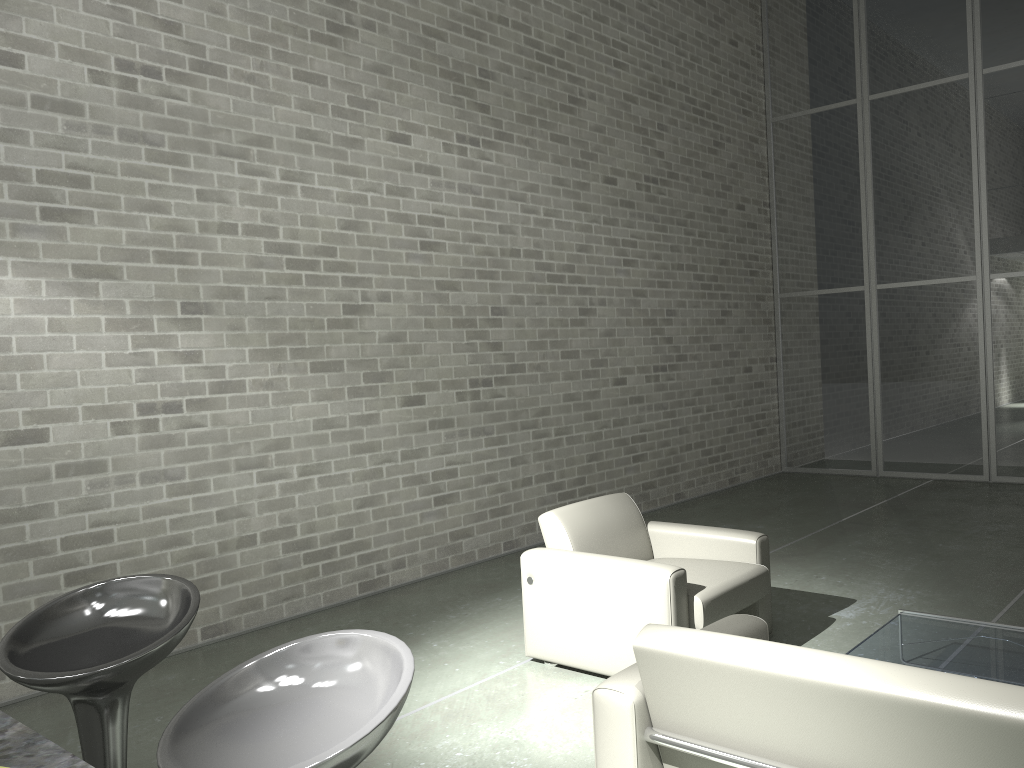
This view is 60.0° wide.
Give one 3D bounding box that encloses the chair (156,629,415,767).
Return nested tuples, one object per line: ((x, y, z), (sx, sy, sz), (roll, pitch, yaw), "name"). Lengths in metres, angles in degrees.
((-0.384, 0.962, 1.576), (0.464, 0.931, 0.457), (-4, 2, -35), "chair")

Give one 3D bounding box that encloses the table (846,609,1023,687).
((1.761, 1.133, 3.337), (0.820, 0.270, 0.800), (-2, 2, 41), "table")

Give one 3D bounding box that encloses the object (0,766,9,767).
((-0.622, 0.455, 0.922), (0.217, 0.017, 0.216), (-3, 2, -16), "object")

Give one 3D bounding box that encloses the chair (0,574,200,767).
((-0.975, 0.977, 2.144), (0.457, 0.931, 0.464), (-2, 2, 22), "chair")

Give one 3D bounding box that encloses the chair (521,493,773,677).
((0.685, 0.939, 4.278), (0.910, 0.717, 0.963), (-2, 2, 41), "chair")

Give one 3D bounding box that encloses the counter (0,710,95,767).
((-0.871, 0.973, 0.839), (4.400, 0.960, 0.900), (-2, 2, 41), "counter")

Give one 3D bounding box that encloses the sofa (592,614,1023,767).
((1.299, 0.967, 2.126), (2.114, 0.717, 0.902), (-2, 2, 41), "sofa")
